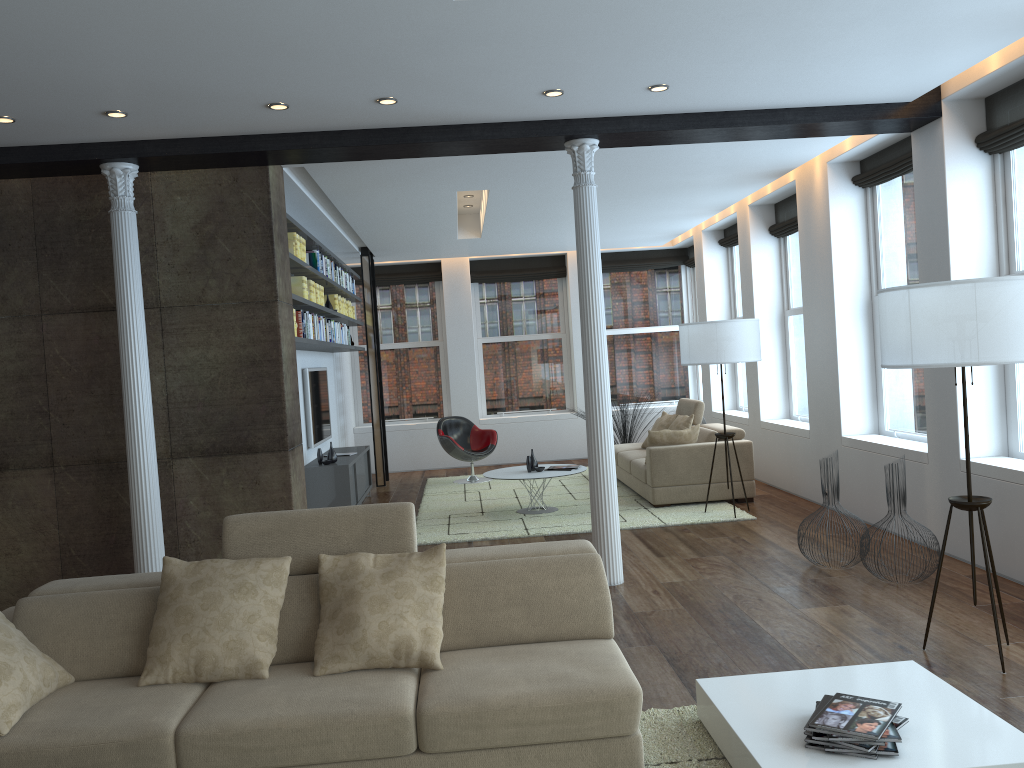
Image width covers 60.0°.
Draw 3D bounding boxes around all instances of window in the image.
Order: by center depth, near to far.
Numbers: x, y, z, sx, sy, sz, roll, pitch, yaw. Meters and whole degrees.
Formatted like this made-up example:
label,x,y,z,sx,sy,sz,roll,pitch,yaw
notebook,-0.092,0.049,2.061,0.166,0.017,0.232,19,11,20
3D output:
label,x,y,z,sx,sy,sz,roll,pitch,yaw
window,3.229,-0.634,5.048,0.123,2.400,1.432,-4,2,-3
window,3.122,-0.678,6.856,0.123,2.400,1.391,-4,2,-3
window,3.000,-0.727,8.920,0.123,2.400,1.345,-4,2,-3
window,2.894,-0.770,10.711,0.123,2.400,1.444,-4,2,-3
window,-1.666,-0.538,13.049,1.420,2.400,0.123,-4,2,-3
window,0.147,-0.659,13.153,1.420,2.400,0.123,-4,2,-3
window,1.987,-0.782,13.252,1.474,2.400,0.123,-4,2,-3
window,8.602,-0.765,19.036,34.761,17.917,13.698,-4,2,-3

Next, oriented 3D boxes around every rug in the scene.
label,x,y,z,sx,sy,sz,roll,pitch,yaw
rug,-0.336,1.473,2.148,4.231,0.020,2.972,-4,2,-3
rug,0.496,1.210,9.660,2.972,0.020,4.231,-4,2,-3

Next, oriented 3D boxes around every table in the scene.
label,x,y,z,sx,sy,sz,roll,pitch,yaw
table,1.216,1.249,3.138,0.900,0.170,0.900,-4,2,-3
table,0.236,1.048,8.683,1.022,0.393,1.022,-2,2,41

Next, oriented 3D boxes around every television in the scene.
label,x,y,z,sx,sy,sz,roll,pitch,yaw
television,-2.090,0.231,9.518,0.074,0.812,1.307,-4,2,-3

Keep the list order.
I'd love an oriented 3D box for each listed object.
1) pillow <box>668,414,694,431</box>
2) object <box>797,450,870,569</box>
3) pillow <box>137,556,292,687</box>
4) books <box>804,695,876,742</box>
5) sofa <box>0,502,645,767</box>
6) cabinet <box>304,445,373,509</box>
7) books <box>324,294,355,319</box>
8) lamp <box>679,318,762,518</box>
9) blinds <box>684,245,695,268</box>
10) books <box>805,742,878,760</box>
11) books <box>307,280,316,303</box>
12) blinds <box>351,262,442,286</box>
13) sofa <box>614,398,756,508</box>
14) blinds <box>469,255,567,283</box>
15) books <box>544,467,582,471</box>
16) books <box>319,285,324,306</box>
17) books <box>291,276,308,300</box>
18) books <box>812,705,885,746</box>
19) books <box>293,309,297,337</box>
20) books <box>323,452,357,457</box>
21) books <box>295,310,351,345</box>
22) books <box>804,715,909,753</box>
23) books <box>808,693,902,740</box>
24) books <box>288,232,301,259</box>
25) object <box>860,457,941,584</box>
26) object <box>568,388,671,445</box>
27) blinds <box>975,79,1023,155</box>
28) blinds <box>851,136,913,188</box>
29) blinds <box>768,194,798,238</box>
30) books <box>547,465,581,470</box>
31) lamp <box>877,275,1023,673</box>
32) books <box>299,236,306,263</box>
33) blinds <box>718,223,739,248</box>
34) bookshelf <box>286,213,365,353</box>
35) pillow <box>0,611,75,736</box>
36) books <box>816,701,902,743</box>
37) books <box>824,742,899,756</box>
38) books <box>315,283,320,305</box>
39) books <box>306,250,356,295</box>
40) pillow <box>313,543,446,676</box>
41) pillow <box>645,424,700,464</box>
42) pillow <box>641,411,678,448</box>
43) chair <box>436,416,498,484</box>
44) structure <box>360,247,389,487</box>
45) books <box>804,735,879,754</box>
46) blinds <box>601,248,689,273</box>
label,x,y,z,sx,sy,sz,roll,pitch,yaw
pillow,1.747,0.538,9.443,0.301,0.439,0.534,-4,2,-7
object,2.136,0.826,5.926,0.458,0.781,0.458,-4,2,-4
pillow,-1.134,0.894,3.418,0.534,0.439,0.301,-4,2,0
books,1.125,1.112,2.965,0.220,0.010,0.300,-3,2,32
sofa,-0.872,1.006,3.422,2.581,0.950,1.021,-4,2,-3
cabinet,-1.836,1.069,9.536,0.450,0.603,2.000,-4,2,-3
books,-2.002,-0.856,10.117,0.242,0.237,1.489,-4,2,-3
lamp,1.885,0.309,7.877,0.698,1.728,0.698,-3,2,20
blinds,2.657,-1.855,12.489,0.156,0.327,1.377,-4,2,-3
books,1.128,1.170,2.967,0.220,0.010,0.300,-3,2,32
books,-1.846,-0.795,7.832,0.189,0.228,0.249,-4,2,-3
blinds,-1.724,-1.592,12.926,1.412,0.307,0.156,-4,2,-3
sofa,1.728,0.662,9.700,1.018,0.950,2.581,-4,2,-3
blinds,0.086,-1.685,13.031,1.422,0.363,0.156,-4,2,-3
books,0.498,0.829,8.679,0.300,0.010,0.220,-3,2,32
books,-1.876,-0.807,8.346,0.189,0.228,0.249,-4,2,-3
books,-1.829,-0.785,7.550,0.189,0.224,0.345,-4,2,-3
books,1.126,1.131,2.966,0.220,0.010,0.300,-3,2,22
books,-1.746,-0.454,6.810,0.189,0.224,0.345,-4,2,-3
books,-1.849,0.762,9.567,0.300,0.010,0.220,-3,2,12
books,-1.848,-0.504,8.467,0.242,0.237,2.981,-4,2,-3
books,1.148,1.140,2.953,0.300,0.010,0.220,-5,2,-43
books,1.146,1.101,2.952,0.220,0.010,0.300,-3,2,37
books,-1.775,-1.065,6.955,0.209,0.220,0.278,-4,2,-5
object,2.380,0.822,5.473,0.458,0.781,0.458,-4,2,-4
object,1.407,0.583,11.495,1.119,1.014,1.125,-4,2,-17
blinds,3.085,-1.641,5.016,0.183,0.395,1.431,-4,2,-3
blinds,2.990,-1.745,6.823,0.156,0.275,1.396,-4,2,-3
blinds,2.872,-1.736,8.889,0.156,0.393,1.342,-4,2,-3
books,0.511,0.818,8.701,0.300,0.010,0.220,-3,2,12
lamp,2.108,0.401,4.096,0.698,1.728,0.698,-3,2,20
books,-1.789,-1.073,7.225,0.189,0.228,0.249,-4,2,-3
blinds,2.763,-1.838,10.676,0.156,0.275,1.442,-4,2,-3
bookshelf,-1.946,-0.820,8.799,0.400,0.942,4.804,-4,2,-3
pillow,-1.876,0.972,3.137,0.395,0.393,0.518,-4,2,0
books,1.147,1.121,2.952,0.220,0.010,0.300,-3,2,12
books,1.149,1.159,2.953,0.220,0.010,0.300,-3,2,17
books,-1.863,-0.799,8.076,0.209,0.220,0.278,-4,2,-5
books,-1.948,-1.140,9.468,0.242,0.237,2.981,-4,2,-3
pillow,-0.511,0.863,3.441,0.519,0.416,0.368,-4,2,1
pillow,1.556,0.594,8.671,0.518,0.393,0.395,-4,2,-7
pillow,1.698,0.535,10.066,0.368,0.416,0.519,-4,2,-8
chair,-0.555,0.817,11.233,0.810,0.818,0.669,-4,2,-24
structure,-1.789,-0.218,11.575,0.120,3.059,0.600,-4,2,-3
books,1.127,1.150,2.966,0.220,0.010,0.300,-3,2,32
blinds,1.909,-1.832,13.135,1.442,0.312,0.155,-4,2,-3
